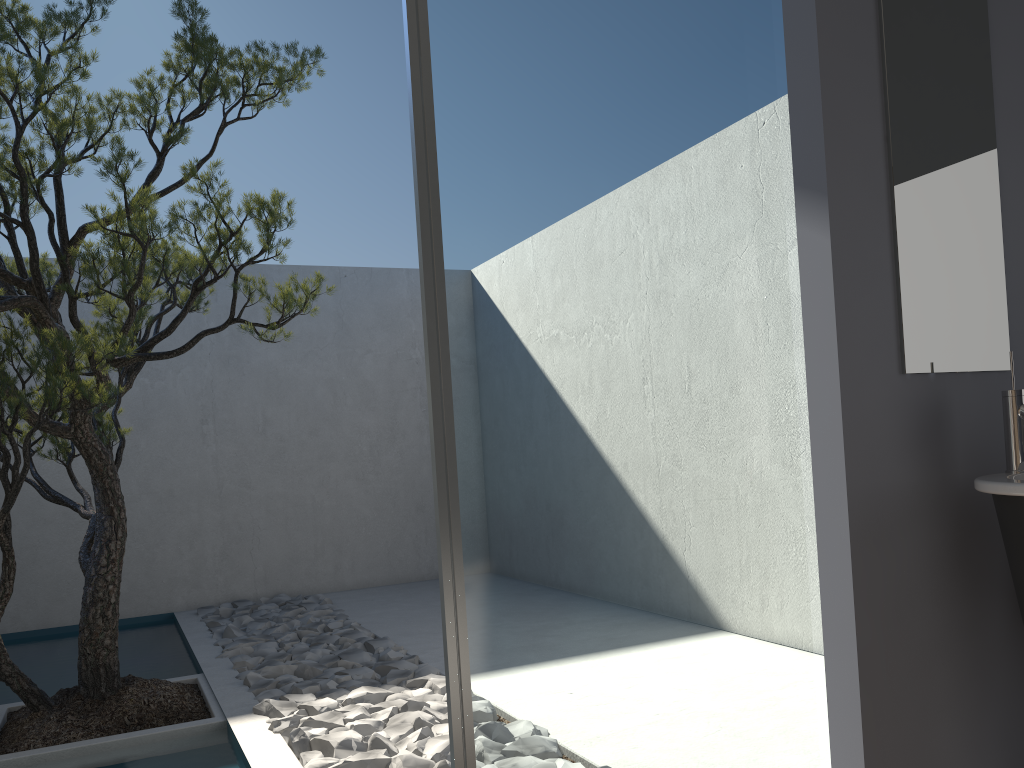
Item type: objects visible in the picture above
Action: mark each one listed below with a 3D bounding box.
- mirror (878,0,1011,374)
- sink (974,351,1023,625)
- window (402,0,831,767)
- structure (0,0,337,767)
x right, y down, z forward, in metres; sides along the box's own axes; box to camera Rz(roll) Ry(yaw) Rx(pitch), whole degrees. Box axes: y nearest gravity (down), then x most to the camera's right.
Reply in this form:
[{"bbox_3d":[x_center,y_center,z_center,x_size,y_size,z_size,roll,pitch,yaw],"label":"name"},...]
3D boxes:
[{"bbox_3d":[1.002,-0.660,2.065,0.354,1.269,0.012,-3,0,-25],"label":"mirror"},{"bbox_3d":[1.281,0.523,1.712,0.645,1.249,0.648,-3,-1,-43],"label":"sink"},{"bbox_3d":[0.682,-0.291,2.038,1.882,3.000,0.021,-3,0,-25],"label":"window"},{"bbox_3d":[-2.194,0.041,3.794,2.582,3.466,2.528,-3,-2,-32],"label":"structure"}]
